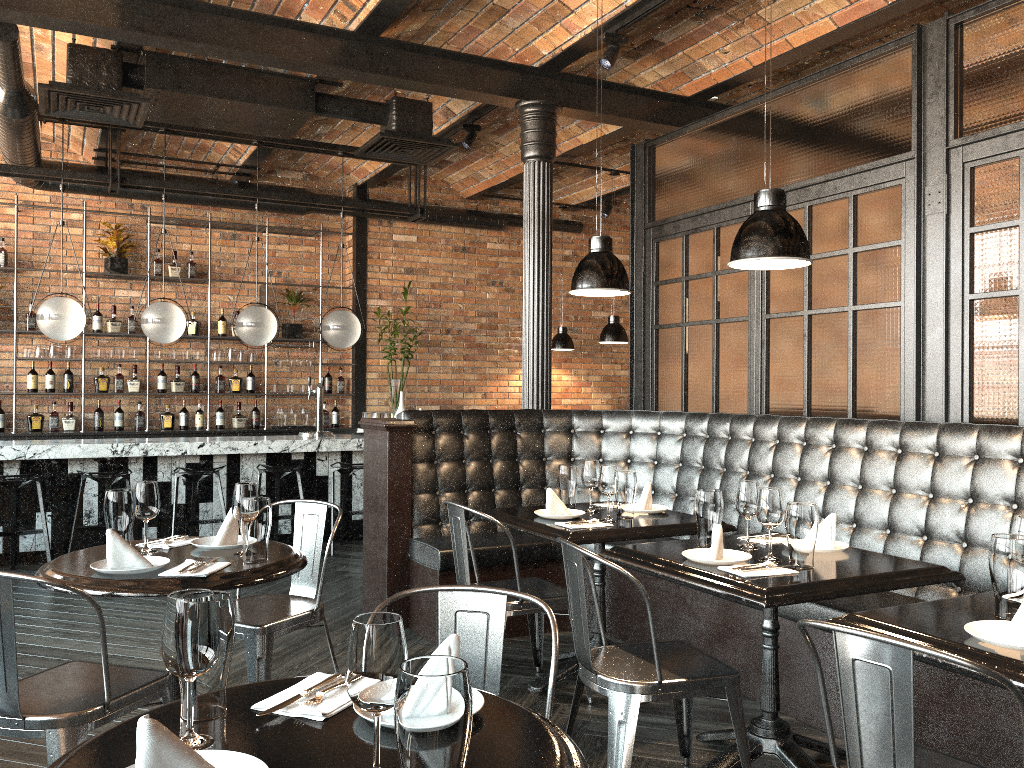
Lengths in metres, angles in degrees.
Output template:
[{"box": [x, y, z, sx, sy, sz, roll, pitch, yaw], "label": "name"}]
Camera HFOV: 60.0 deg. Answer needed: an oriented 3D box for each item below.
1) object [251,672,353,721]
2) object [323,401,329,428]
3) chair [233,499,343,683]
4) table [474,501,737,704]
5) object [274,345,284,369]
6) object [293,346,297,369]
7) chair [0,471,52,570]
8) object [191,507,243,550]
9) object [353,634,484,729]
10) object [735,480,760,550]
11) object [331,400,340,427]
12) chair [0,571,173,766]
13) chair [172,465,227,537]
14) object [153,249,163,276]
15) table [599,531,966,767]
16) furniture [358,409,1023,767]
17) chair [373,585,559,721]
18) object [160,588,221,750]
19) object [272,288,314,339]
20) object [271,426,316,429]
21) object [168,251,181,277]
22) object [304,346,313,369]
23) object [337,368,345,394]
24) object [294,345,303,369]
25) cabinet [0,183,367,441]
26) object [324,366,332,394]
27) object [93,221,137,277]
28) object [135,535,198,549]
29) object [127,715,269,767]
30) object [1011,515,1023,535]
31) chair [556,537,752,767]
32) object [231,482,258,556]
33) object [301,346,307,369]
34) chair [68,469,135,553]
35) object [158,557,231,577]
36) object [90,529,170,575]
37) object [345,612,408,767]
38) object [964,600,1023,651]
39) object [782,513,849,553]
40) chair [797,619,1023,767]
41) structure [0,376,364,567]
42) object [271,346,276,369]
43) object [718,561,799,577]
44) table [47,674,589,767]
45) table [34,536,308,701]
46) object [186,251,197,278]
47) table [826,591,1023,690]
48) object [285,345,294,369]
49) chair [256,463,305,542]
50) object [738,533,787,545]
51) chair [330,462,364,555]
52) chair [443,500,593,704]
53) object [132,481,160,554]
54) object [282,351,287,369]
[{"box": [-0.367, 0.575, 1.636, 0.157, 0.019, 0.255, 0, 0, 23], "label": "object"}, {"box": [-2.020, 0.327, 9.550, 0.083, 0.282, 0.083, 1, 0, -42], "label": "object"}, {"box": [-0.979, 0.918, 3.534, 0.504, 0.857, 0.558, 0, 0, 28], "label": "chair"}, {"box": [0.402, 0.980, 4.092, 0.872, 0.758, 0.872, 1, 0, -27], "label": "table"}, {"box": [-2.428, -0.283, 9.239, 0.092, 0.244, 0.092, 0, 0, 12], "label": "object"}, {"box": [-2.318, -0.281, 9.481, 0.092, 0.244, 0.092, 0, 0, 12], "label": "object"}, {"box": [-3.492, 0.973, 6.223, 0.475, 0.737, 0.414, 1, 0, -32], "label": "chair"}, {"box": [-1.041, 0.524, 3.215, 0.232, 0.139, 0.232, 0, 0, 33], "label": "object"}, {"box": [-0.165, 0.522, 1.583, 0.232, 0.139, 0.232, 0, 0, 18], "label": "object"}, {"box": [0.867, 0.478, 3.251, 0.092, 0.244, 0.092, 0, 0, -10], "label": "object"}, {"box": [-1.915, 0.321, 9.620, 0.086, 0.298, 0.086, 0, 0, 22], "label": "object"}, {"box": [-1.291, 0.911, 2.559, 0.504, 0.857, 0.558, 0, 0, 18], "label": "chair"}, {"box": [-2.405, 0.983, 6.782, 0.475, 0.737, 0.414, 1, 0, -32], "label": "chair"}, {"box": [-3.508, -1.194, 8.788, 0.083, 0.282, 0.083, 1, 0, -27], "label": "object"}, {"box": [0.907, 0.979, 3.111, 0.872, 0.758, 0.872, 1, 0, -27], "label": "table"}, {"box": [1.208, 0.755, 3.281, 1.979, 1.212, 5.451, 1, 0, -27], "label": "furniture"}, {"box": [-0.157, 0.916, 1.890, 0.504, 0.857, 0.558, 0, 0, 13], "label": "chair"}, {"box": [-0.519, 0.460, 1.432, 0.092, 0.244, 0.092, 0, 0, 26], "label": "object"}, {"box": [-2.295, -0.747, 9.372, 0.398, 0.560, 0.374, 0, 0, 35], "label": "object"}, {"box": [-2.301, 0.456, 9.345, 0.437, 0.019, 0.273, 1, 0, -27], "label": "object"}, {"box": [-3.370, -1.190, 8.860, 0.123, 0.279, 0.123, 1, 0, -24], "label": "object"}, {"box": [-2.150, -0.280, 9.382, 0.092, 0.244, 0.092, 0, 0, 12], "label": "object"}, {"box": [-1.861, -0.035, 9.633, 0.083, 0.282, 0.083, 0, 0, -17], "label": "object"}, {"box": [-2.242, -0.281, 9.335, 0.092, 0.244, 0.092, 0, 0, 12], "label": "object"}, {"box": [-4.725, -0.484, 8.118, 7.075, 3.779, 0.564, 1, 0, -27], "label": "cabinet"}, {"box": [-1.983, -0.045, 9.574, 0.086, 0.299, 0.086, 0, 0, 22], "label": "object"}, {"box": [-3.871, -1.319, 8.643, 0.425, 0.526, 0.430, 1, 0, -25], "label": "object"}, {"box": [-1.259, 0.577, 3.249, 0.157, 0.019, 0.255, 0, 0, 23], "label": "object"}, {"box": [-0.459, 0.518, 1.247, 0.232, 0.139, 0.232, 1, 0, -31], "label": "object"}, {"box": [1.384, 0.478, 2.373, 0.092, 0.244, 0.092, 0, 0, 35], "label": "object"}, {"box": [0.436, 0.924, 2.860, 0.558, 0.857, 0.504, 0, 0, -17], "label": "chair"}, {"box": [-0.920, 0.465, 3.062, 0.092, 0.244, 0.092, 1, 0, -28], "label": "object"}, {"box": [-2.225, -0.280, 9.529, 0.092, 0.244, 0.092, 0, 0, 12], "label": "object"}, {"box": [-2.975, 0.978, 6.489, 0.475, 0.737, 0.414, 0, 0, -17], "label": "chair"}, {"box": [-0.995, 0.577, 2.817, 0.157, 0.019, 0.255, 0, 0, 3], "label": "object"}, {"box": [-1.202, 0.521, 2.798, 0.232, 0.139, 0.232, 0, 0, 17], "label": "object"}, {"box": [-0.196, 0.462, 1.287, 0.092, 0.244, 0.092, 1, 0, -30], "label": "object"}, {"box": [1.176, 0.533, 2.051, 0.232, 0.139, 0.232, 0, 0, 5], "label": "object"}, {"box": [1.105, 0.538, 3.231, 0.232, 0.139, 0.232, 0, 0, 34], "label": "object"}, {"box": [0.926, 0.923, 1.930, 0.558, 0.857, 0.504, 1, 0, -37], "label": "chair"}, {"box": [-2.998, 0.638, 7.723, 5.346, 1.430, 1.930, 1, 0, -27], "label": "structure"}, {"box": [-2.503, -0.283, 9.386, 0.092, 0.244, 0.092, 0, 0, 12], "label": "object"}, {"box": [0.805, 0.589, 2.845, 0.255, 0.019, 0.157, 0, 0, -22], "label": "object"}, {"box": [-0.310, 0.963, 1.404, 0.866, 0.758, 0.866, 0, 0, 26], "label": "table"}, {"box": [-1.148, 0.965, 3.037, 0.866, 0.758, 0.866, 0, 0, 26], "label": "table"}, {"box": [-3.229, -1.192, 8.931, 0.083, 0.282, 0.083, 1, 0, -42], "label": "object"}, {"box": [1.405, 0.978, 2.141, 0.872, 0.758, 0.872, 1, 0, -27], "label": "table"}, {"box": [-2.330, -0.282, 9.289, 0.092, 0.244, 0.092, 0, 0, 12], "label": "object"}, {"box": [-1.854, 0.988, 7.064, 0.475, 0.737, 0.414, 0, 0, -22], "label": "chair"}, {"box": [0.984, 0.593, 3.421, 0.255, 0.019, 0.157, 1, 0, -27], "label": "object"}, {"box": [-1.335, 0.993, 7.331, 0.475, 0.737, 0.414, 1, 0, -32], "label": "chair"}, {"box": [-0.006, 0.926, 3.849, 0.558, 0.857, 0.504, 1, 0, -27], "label": "chair"}, {"box": [-1.274, 0.463, 3.088, 0.092, 0.244, 0.092, 1, 0, -28], "label": "object"}, {"box": [-2.406, -0.282, 9.436, 0.092, 0.244, 0.092, 0, 0, 12], "label": "object"}]
